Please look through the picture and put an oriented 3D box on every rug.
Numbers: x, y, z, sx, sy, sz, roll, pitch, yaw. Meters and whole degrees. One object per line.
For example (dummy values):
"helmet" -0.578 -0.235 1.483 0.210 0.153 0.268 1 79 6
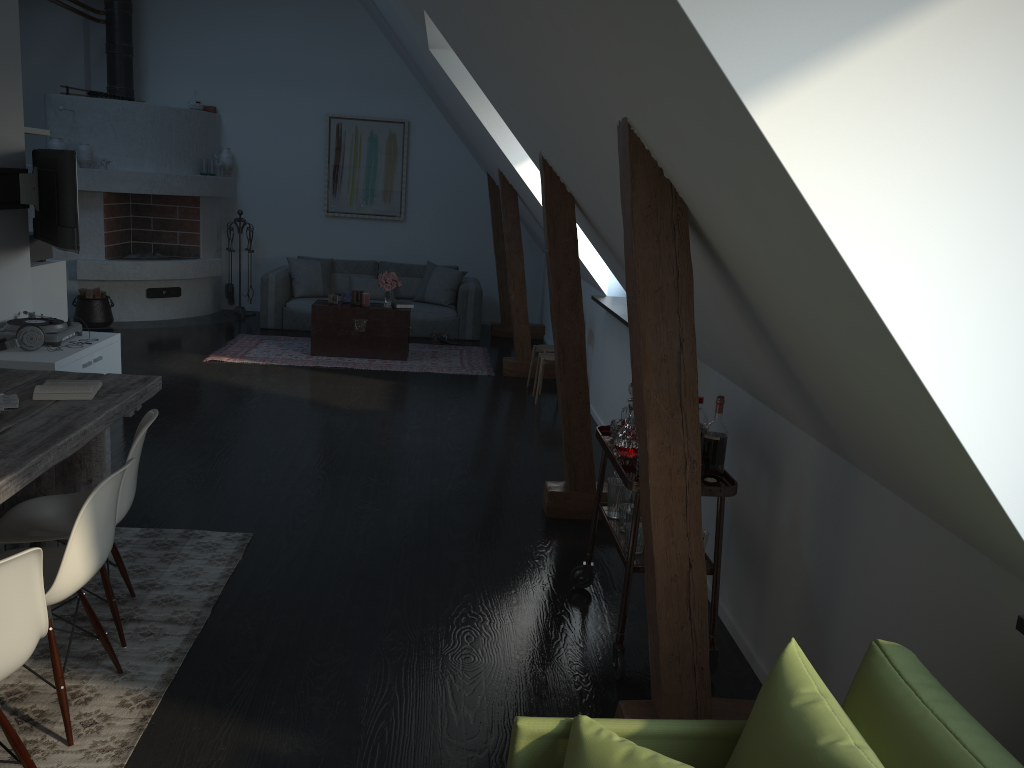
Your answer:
"rug" -2.064 0.944 2.807 1.898 0.022 2.677 3 12 -5
"rug" -1.513 -0.301 8.719 2.647 0.029 1.512 3 12 -5

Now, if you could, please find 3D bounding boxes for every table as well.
"table" -1.466 -0.528 8.650 0.962 0.492 0.471 3 12 -5
"table" -2.023 0.573 2.708 1.141 0.788 2.421 3 12 -5

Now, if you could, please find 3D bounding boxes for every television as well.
"television" -3.217 -1.200 5.723 0.537 0.652 1.005 -6 16 -39

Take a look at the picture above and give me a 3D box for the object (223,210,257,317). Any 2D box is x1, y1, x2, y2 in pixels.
"object" -3.226 -1.437 10.520 0.376 1.245 0.376 -2 13 -24

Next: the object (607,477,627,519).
"object" 0.424 0.464 3.599 0.087 0.155 0.087 -4 14 -32

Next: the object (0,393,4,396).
"object" -1.976 0.055 3.225 0.182 0.016 0.179 2 12 -10

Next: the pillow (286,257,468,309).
"pillow" -1.542 -1.182 10.162 2.075 0.515 0.444 3 12 -5

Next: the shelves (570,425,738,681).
"shelves" 0.545 0.622 3.448 0.438 0.732 0.803 2 12 -9

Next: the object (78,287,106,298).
"object" -4.359 -0.835 9.189 0.240 0.370 0.270 3 12 -5

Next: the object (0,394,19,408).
"object" -1.892 0.064 3.217 0.182 0.014 0.185 -3 14 -30

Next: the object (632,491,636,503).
"object" 0.526 0.467 3.621 0.087 0.155 0.087 -4 14 -32

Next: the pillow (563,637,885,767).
"pillow" 0.350 0.757 1.627 0.600 0.387 0.475 2 12 -8

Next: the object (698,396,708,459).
"object" 0.693 0.174 3.334 0.067 0.257 0.099 4 12 0

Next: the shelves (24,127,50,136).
"shelves" -4.101 -1.794 6.075 1.604 0.038 0.478 3 12 -5

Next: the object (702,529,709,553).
"object" 0.655 0.587 3.193 0.095 0.119 0.095 -7 17 -42

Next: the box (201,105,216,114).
"box" -3.575 -3.199 10.330 0.229 0.078 0.127 3 12 -5

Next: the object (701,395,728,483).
"object" 0.723 0.192 3.145 0.081 0.308 0.081 1 13 -13

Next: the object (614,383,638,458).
"object" 0.452 0.134 3.355 0.114 0.292 0.114 -4 14 -32

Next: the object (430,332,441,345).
"object" -0.840 -0.496 9.654 0.101 0.090 0.277 0 13 -16

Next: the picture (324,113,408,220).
"picture" -1.760 -2.601 10.668 0.965 1.185 0.025 3 12 -5

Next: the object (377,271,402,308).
"object" -1.198 -0.923 8.587 0.234 0.351 0.235 -8 17 -44

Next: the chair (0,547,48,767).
"chair" -1.390 0.738 2.122 0.542 0.801 0.465 9 13 20

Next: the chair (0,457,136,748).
"chair" -1.428 0.613 2.684 0.542 0.801 0.465 3 12 -4

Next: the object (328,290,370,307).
"object" -1.561 -0.843 8.611 0.413 0.138 0.215 5 12 6

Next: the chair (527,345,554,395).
"chair" 0.360 -0.280 7.619 0.342 0.696 0.329 -1 13 -21

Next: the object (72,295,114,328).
"object" -4.354 -0.757 9.226 0.384 0.313 0.384 9 13 21

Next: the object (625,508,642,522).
"object" 0.472 0.539 3.355 0.095 0.119 0.095 -7 17 -42

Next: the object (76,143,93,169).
"object" -4.373 -2.319 9.074 0.158 0.274 0.158 12 15 33

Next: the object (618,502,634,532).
"object" 0.458 0.525 3.461 0.092 0.099 0.092 -2 14 -27

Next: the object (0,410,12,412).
"object" -1.804 0.091 3.050 0.194 0.022 0.019 6 12 10

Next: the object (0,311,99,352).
"object" -2.999 -0.340 5.685 0.558 0.162 0.742 2 12 -7

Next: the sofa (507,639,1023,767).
"sofa" 0.492 1.119 0.928 0.898 0.825 2.093 3 12 -6

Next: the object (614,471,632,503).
"object" 0.461 0.447 3.691 0.087 0.155 0.087 -4 14 -32

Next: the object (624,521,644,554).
"object" 0.454 0.568 3.262 0.092 0.099 0.092 -2 14 -27

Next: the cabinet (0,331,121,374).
"cabinet" -3.012 -0.008 5.724 0.623 0.507 1.069 3 12 -5

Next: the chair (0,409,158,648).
"chair" -1.555 0.496 3.183 0.542 0.801 0.465 0 13 -19

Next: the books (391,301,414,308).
"books" -1.088 -0.781 8.714 0.179 0.034 0.243 -2 14 -26

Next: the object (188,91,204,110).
"object" -3.592 -3.219 10.074 0.066 0.221 0.231 10 14 25

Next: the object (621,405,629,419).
"object" 0.501 0.116 3.652 0.087 0.206 0.087 8 13 20

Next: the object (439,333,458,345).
"object" -0.686 -0.495 9.700 0.277 0.090 0.101 15 16 41

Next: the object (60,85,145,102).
"object" -4.262 -3.020 9.254 0.783 0.094 0.311 0 13 -19

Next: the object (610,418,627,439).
"object" 0.502 0.205 3.510 0.245 0.092 0.151 9 13 23

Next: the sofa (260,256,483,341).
"sofa" -1.581 -1.032 10.292 2.458 0.770 1.107 3 12 -5

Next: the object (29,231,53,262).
"object" -3.605 -0.975 6.330 0.435 0.211 0.496 3 12 -5

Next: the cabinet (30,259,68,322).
"cabinet" -3.824 -0.445 6.490 0.869 0.921 0.638 3 12 -5

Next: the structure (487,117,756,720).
"structure" 0.585 -0.180 4.312 1.023 1.963 12.350 3 12 -5

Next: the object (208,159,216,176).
"object" -3.430 -2.470 10.134 0.092 0.180 0.092 8 13 18

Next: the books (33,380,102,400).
"books" -1.724 0.013 3.449 0.202 0.042 0.251 0 13 -16

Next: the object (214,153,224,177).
"object" -3.395 -2.536 10.270 0.081 0.258 0.150 11 14 28

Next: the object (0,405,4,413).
"object" -1.859 0.100 3.042 0.205 0.024 0.205 1 13 -13

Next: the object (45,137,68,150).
"object" -4.628 -2.344 9.016 0.203 0.314 0.203 -1 13 -21

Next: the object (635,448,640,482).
"object" 0.487 0.238 3.074 0.101 0.211 0.101 6 12 10

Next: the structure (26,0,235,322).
"structure" -4.787 -3.249 10.222 3.058 4.752 3.049 5 12 4

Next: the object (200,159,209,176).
"object" -3.464 -2.439 9.979 0.092 0.180 0.092 9 13 22

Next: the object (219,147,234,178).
"object" -3.366 -2.594 10.445 0.165 0.368 0.165 -4 14 -32

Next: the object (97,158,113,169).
"object" -4.208 -2.280 9.162 0.161 0.114 0.064 4 12 -2

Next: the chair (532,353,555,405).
"chair" 0.369 -0.194 7.225 0.342 0.696 0.329 3 12 -4
